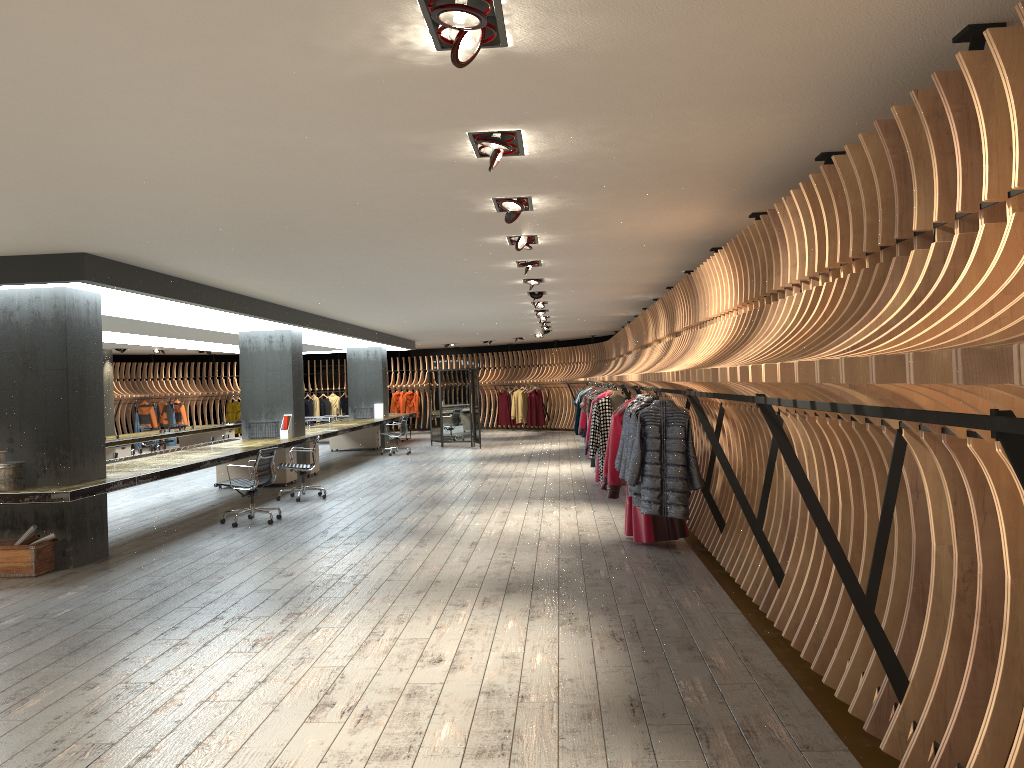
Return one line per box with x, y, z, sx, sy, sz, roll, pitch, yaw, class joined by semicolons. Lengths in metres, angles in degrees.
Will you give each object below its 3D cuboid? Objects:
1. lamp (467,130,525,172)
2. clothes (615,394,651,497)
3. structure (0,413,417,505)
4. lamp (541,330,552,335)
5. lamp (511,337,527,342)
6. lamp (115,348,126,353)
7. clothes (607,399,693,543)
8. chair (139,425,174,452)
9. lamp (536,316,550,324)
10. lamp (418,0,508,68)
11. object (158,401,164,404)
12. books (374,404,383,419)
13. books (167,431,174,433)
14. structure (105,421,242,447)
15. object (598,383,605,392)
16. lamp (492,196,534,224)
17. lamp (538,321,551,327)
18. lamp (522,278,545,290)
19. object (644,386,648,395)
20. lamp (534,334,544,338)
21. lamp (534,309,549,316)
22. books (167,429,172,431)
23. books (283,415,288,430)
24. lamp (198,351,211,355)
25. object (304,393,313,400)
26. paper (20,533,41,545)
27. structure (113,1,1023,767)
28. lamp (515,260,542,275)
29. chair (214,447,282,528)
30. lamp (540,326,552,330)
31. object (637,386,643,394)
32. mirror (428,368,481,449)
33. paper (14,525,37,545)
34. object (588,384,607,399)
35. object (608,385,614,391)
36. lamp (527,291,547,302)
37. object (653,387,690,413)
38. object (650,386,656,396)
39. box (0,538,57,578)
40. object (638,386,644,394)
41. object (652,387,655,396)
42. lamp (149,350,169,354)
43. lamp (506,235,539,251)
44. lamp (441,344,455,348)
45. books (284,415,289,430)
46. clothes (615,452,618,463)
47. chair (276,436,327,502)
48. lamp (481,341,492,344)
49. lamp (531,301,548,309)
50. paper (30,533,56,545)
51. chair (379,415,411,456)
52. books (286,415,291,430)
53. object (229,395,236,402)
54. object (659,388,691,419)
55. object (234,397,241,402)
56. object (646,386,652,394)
-0.077;-1.293;4.656;0.269;0.298;0.492;-2;0;3;lamp
1.101;0.511;7.322;0.501;0.854;0.245;-2;-1;-13;clothes
-5.619;1.277;16.208;4.835;0.844;18.473;-2;0;3;structure
0.865;-1.370;22.173;0.269;0.291;0.492;-2;0;-1;lamp
0.201;-1.352;25.253;0.269;0.292;0.492;-2;0;-29;lamp
-10.257;-0.961;23.261;0.269;0.292;0.492;-2;0;10;lamp
1.267;0.780;7.977;0.840;1.317;0.318;-2;-1;10;clothes
-7.989;1.349;19.941;0.667;0.860;0.693;-2;0;-11;chair
0.611;-1.345;17.395;0.269;0.301;0.492;-2;0;3;lamp
-0.163;-1.288;3.063;0.269;0.295;0.492;-2;0;3;lamp
-10.359;0.541;26.219;0.525;0.270;0.012;-2;-1;23;object
-3.315;0.677;22.061;0.215;0.368;0.073;-2;-1;3;books
-7.002;0.977;18.133;0.155;0.025;0.110;-2;0;-2;books
-7.440;1.344;16.520;1.162;0.844;10.450;-2;0;3;structure
1.580;0.122;15.576;0.525;0.270;0.012;-2;-1;43;object
0.009;-1.298;6.248;0.269;0.302;0.492;-2;0;3;lamp
0.696;-1.360;18.988;0.269;0.286;0.492;-2;0;3;lamp
0.267;-1.322;11.026;0.269;0.294;0.492;-2;0;3;lamp
1.161;0.130;7.600;0.010;0.226;0.440;-1;0;-37;object
0.741;-1.371;23.760;0.269;0.287;0.492;-2;0;-17;lamp
0.525;-1.341;15.803;0.269;0.296;0.492;-2;0;3;lamp
-7.370;0.994;19.332;0.213;0.026;0.366;-2;0;3;books
-3.718;0.705;14.575;0.048;0.368;0.215;-2;-1;3;books
-9.061;-1.011;26.167;0.269;0.293;0.493;-2;0;35;lamp
-6.724;0.399;29.199;0.525;0.270;0.012;-2;-1;38;object
-4.379;1.476;7.738;0.723;0.365;0.047;-2;-1;23;paper
-5.216;0.406;12.122;14.881;2.440;36.550;-2;0;3;structure
0.181;-1.315;9.433;0.269;0.295;0.492;-2;0;3;lamp
-3.083;1.189;10.356;0.667;0.860;0.693;-2;0;-1;chair
0.782;-1.362;20.580;0.269;0.294;0.492;-2;0;3;lamp
1.209;0.152;8.282;0.525;0.270;0.012;-2;-1;33;object
-1.374;0.582;21.546;2.111;1.892;0.443;-2;-1;44;mirror
-4.342;1.447;7.701;0.572;0.460;0.043;-2;-1;20;paper
1.577;0.123;15.362;0.525;0.270;0.012;-2;-1;3;object
1.465;0.134;13.090;0.525;0.270;0.012;-2;-1;23;object
0.353;-1.330;12.618;0.269;0.291;0.492;-2;0;3;lamp
1.135;0.144;6.791;0.438;0.244;0.010;-2;-1;3;object
1.150;0.138;7.068;0.438;0.242;0.016;-2;-1;28;object
-4.410;1.535;7.791;0.664;0.282;0.341;-2;0;3;box
1.202;0.163;8.008;0.523;0.291;0.015;-2;-1;13;object
1.111;0.137;6.912;0.440;0.226;0.010;-2;-1;28;object
-9.855;-0.977;24.795;0.269;0.296;0.493;-2;0;23;lamp
0.095;-1.309;7.841;0.269;0.294;0.492;-2;0;3;lamp
-1.934;-1.278;27.560;0.492;0.292;0.269;-2;0;36;lamp
-3.696;0.704;14.574;0.048;0.368;0.215;-2;-1;3;books
1.144;0.522;7.600;0.166;0.854;0.745;-1;-1;-42;clothes
-2.979;1.180;12.431;0.668;0.860;0.693;-2;-1;-21;chair
-0.713;-1.320;26.548;0.269;0.294;0.492;-2;0;-42;lamp
0.439;-1.340;14.211;0.269;0.284;0.492;-2;0;3;lamp
-4.335;1.474;7.759;0.624;0.290;0.041;-2;-1;-15;paper
-2.625;1.151;19.845;0.667;0.860;0.693;-2;0;-1;chair
-3.674;0.703;14.573;0.048;0.368;0.215;-2;-1;3;books
-8.828;0.481;28.040;0.525;0.270;0.012;-2;-1;33;object
1.101;0.139;6.426;0.440;0.226;0.010;-2;-1;43;object
-8.690;0.476;28.160;0.525;0.270;0.012;-2;-1;33;object
1.151;0.131;7.364;0.440;0.226;0.010;-2;-1;-7;object
